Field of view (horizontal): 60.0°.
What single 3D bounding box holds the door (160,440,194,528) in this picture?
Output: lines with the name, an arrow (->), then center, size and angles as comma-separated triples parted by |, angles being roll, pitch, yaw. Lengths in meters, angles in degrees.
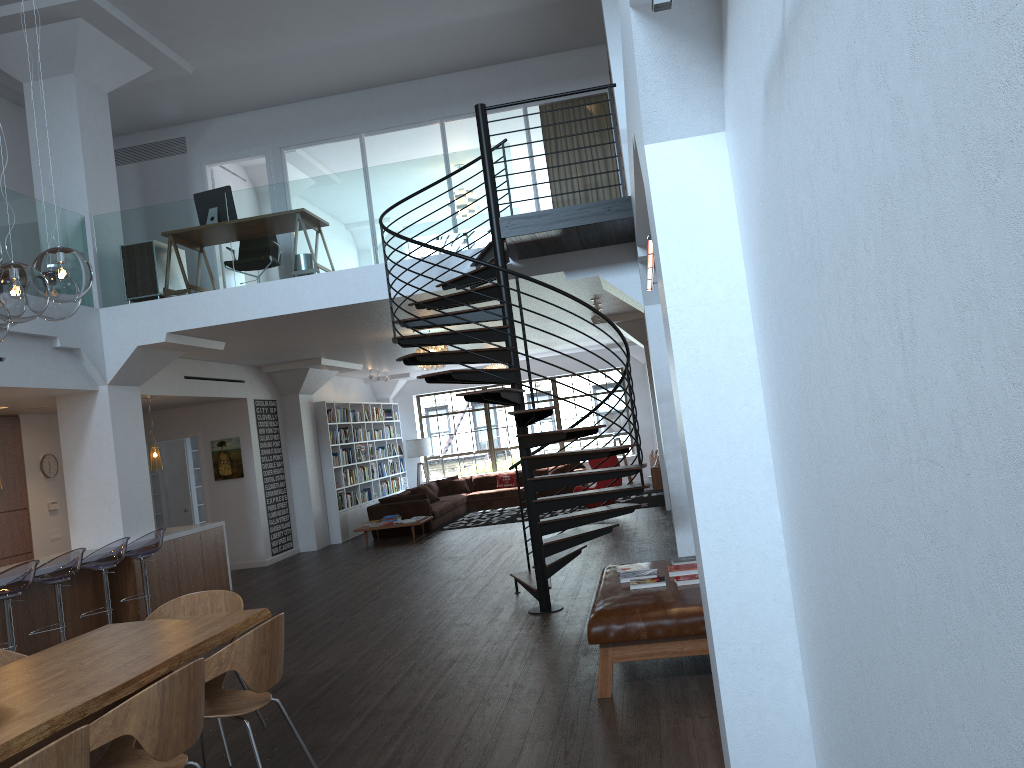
door -> -5.514, 1.950, 14.191 | 0.826, 2.032, 0.174 | -8, -3, 8

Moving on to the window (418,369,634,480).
window -> 0.263, 0.918, 19.741 | 4.648, 1.905, 0.114 | -8, -3, 8

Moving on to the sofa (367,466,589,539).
sofa -> -0.424, 2.114, 16.727 | 3.481, 0.664, 4.197 | -8, -3, 8

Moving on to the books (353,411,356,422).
books -> -3.005, 0.623, 16.585 | 0.146, 0.202, 0.027 | -8, -3, 8

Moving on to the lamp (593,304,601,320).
lamp -> 1.106, -0.932, 11.446 | 0.120, 0.211, 0.111 | -6, -3, -33

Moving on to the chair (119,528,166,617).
chair -> -3.616, 1.955, 8.738 | 0.481, 1.014, 0.530 | -8, -3, 10

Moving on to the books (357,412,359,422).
books -> -2.973, 0.635, 16.806 | 0.139, 0.191, 0.036 | -8, -3, 8

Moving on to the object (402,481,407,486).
object -> -2.468, 2.164, 19.177 | 0.331, 0.088, 0.410 | -8, -3, 8

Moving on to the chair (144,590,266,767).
chair -> -1.772, 1.621, 4.929 | 0.629, 0.833, 0.618 | -8, -3, 3

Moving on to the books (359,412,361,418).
books -> -2.957, 0.644, 16.947 | 0.134, 0.184, 0.030 | -8, -3, 8

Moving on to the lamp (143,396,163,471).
lamp -> -4.355, 0.596, 10.750 | 0.149, 0.900, 0.149 | -5, -4, -37

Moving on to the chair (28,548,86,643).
chair -> -3.818, 1.919, 7.487 | 0.481, 1.014, 0.530 | -8, -3, 6

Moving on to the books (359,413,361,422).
books -> -2.955, 0.644, 16.899 | 0.128, 0.178, 0.022 | -8, -3, 8

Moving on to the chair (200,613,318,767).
chair -> -1.314, 1.518, 4.098 | 0.617, 0.830, 0.629 | -8, -3, 8

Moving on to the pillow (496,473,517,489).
pillow -> -0.106, 2.003, 18.307 | 0.465, 0.308, 0.220 | -8, -3, 4

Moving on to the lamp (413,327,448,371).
lamp -> -1.070, -0.458, 11.802 | 0.442, 0.539, 0.441 | -5, -4, -39

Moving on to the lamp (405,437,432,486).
lamp -> -1.967, 1.986, 19.423 | 0.545, 1.579, 0.545 | -7, -3, -3

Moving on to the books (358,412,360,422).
books -> -2.970, 0.634, 16.847 | 0.136, 0.196, 0.045 | -8, -3, 8

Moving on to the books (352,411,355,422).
books -> -3.013, 0.620, 16.504 | 0.146, 0.202, 0.027 | -8, -3, 8

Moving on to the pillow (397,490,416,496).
pillow -> -1.758, 2.035, 15.425 | 0.269, 0.411, 0.559 | -5, -3, -36

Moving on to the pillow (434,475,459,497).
pillow -> -1.295, 2.130, 18.435 | 0.580, 0.418, 0.334 | -6, -3, -19

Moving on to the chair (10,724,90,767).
chair -> -1.526, 1.472, 2.581 | 0.618, 0.833, 0.629 | -8, -3, 8

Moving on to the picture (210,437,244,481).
picture -> -4.237, 1.117, 13.188 | 0.450, 0.600, 0.030 | -8, -3, 8

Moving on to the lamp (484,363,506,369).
lamp -> -0.326, -0.307, 16.806 | 0.442, 0.539, 0.441 | -5, -4, -39

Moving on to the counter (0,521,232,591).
counter -> -3.668, 1.963, 7.149 | 3.039, 0.860, 8.182 | -6, -3, -21

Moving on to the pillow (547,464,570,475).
pillow -> 0.934, 1.819, 18.037 | 0.542, 0.362, 0.248 | -9, -3, 29

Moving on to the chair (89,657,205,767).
chair -> -1.433, 1.498, 3.339 | 0.618, 0.833, 0.629 | -8, -3, 10

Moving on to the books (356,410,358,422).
books -> -2.996, 0.616, 16.720 | 0.158, 0.226, 0.052 | -8, -3, 8

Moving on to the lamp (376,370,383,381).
lamp -> -2.587, -0.165, 17.214 | 0.120, 0.211, 0.111 | -6, -3, -33

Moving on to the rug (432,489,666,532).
rug -> 0.873, 2.242, 16.014 | 4.200, 0.007, 3.100 | -8, -3, 10

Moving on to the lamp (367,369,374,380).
lamp -> -2.662, -0.180, 16.714 | 0.111, 0.211, 0.120 | -10, -4, 42

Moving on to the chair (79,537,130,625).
chair -> -3.708, 1.936, 8.114 | 0.481, 1.014, 0.530 | -8, -3, 6

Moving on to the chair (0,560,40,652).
chair -> -3.884, 1.897, 6.858 | 0.481, 1.014, 0.530 | -8, -3, 10

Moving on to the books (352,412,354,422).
books -> -3.025, 0.620, 16.478 | 0.146, 0.202, 0.027 | -8, -3, 8

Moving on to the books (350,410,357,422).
books -> -2.999, 0.611, 16.671 | 0.140, 0.231, 0.042 | -8, -3, 8

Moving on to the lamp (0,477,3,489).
lamp -> -3.823, -0.018, 8.990 | 2.842, 1.807, 0.149 | -5, -4, -42

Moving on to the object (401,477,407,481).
object -> -2.487, 2.078, 19.182 | 0.316, 0.088, 0.410 | -8, -3, 8

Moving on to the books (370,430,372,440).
books -> -2.827, 1.016, 17.417 | 0.146, 0.202, 0.027 | -8, -3, 8

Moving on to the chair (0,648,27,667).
chair -> -2.475, 1.679, 4.272 | 0.618, 0.833, 0.629 | -8, -3, 6

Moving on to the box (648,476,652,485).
box -> 3.008, 2.019, 18.738 | 0.228, 0.165, 0.368 | -8, -3, 8

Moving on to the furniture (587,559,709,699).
furniture -> 1.008, 1.491, 5.759 | 0.907, 0.453, 1.819 | -8, -3, 8

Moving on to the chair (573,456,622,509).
chair -> 1.352, 1.572, 13.919 | 0.801, 1.006, 0.798 | -9, -3, 33

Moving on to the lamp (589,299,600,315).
lamp -> 1.029, -0.947, 10.933 | 0.120, 0.211, 0.111 | -7, -3, -18

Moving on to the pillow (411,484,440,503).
pillow -> -1.651, 2.114, 16.851 | 0.325, 0.391, 0.625 | -9, -3, 24

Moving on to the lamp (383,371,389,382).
lamp -> -2.511, -0.150, 17.727 | 0.120, 0.211, 0.111 | -7, -3, -18

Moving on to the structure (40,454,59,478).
structure -> -5.911, 1.048, 11.332 | 0.040, 0.300, 0.300 | -8, -3, 8

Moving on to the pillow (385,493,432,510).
pillow -> -1.754, 2.064, 15.154 | 0.750, 0.364, 0.289 | -8, -3, 7

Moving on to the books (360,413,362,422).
books -> -2.952, 0.647, 16.972 | 0.128, 0.178, 0.022 | -8, -3, 8

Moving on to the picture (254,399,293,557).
picture -> -3.684, 1.422, 13.755 | 0.021, 2.380, 0.800 | -8, -3, 8

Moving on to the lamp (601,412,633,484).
lamp -> 2.247, 1.402, 18.709 | 0.545, 1.579, 0.545 | -8, -3, 19

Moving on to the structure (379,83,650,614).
structure -> 0.004, -0.256, 7.569 | 1.998, 4.352, 1.998 | -6, -3, -31

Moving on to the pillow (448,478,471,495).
pillow -> -1.119, 2.119, 18.311 | 0.489, 0.337, 0.238 | -6, -3, -22

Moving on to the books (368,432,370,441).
books -> -2.843, 1.028, 17.302 | 0.126, 0.173, 0.032 | -8, -3, 8

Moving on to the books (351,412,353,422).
books -> -3.024, 0.624, 16.445 | 0.139, 0.191, 0.036 | -8, -3, 8

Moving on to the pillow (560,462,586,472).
pillow -> 1.150, 1.715, 18.175 | 0.651, 0.587, 0.335 | -7, -3, -13

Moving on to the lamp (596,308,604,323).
lamp -> 1.180, -0.917, 11.946 | 0.111, 0.211, 0.120 | -10, -4, 42

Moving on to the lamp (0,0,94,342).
lamp -> -2.373, -1.209, 3.477 | 0.849, 2.140, 1.787 | -8, -3, 7

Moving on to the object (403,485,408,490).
object -> -2.457, 2.251, 19.173 | 0.331, 0.088, 0.410 | -8, -3, 8
